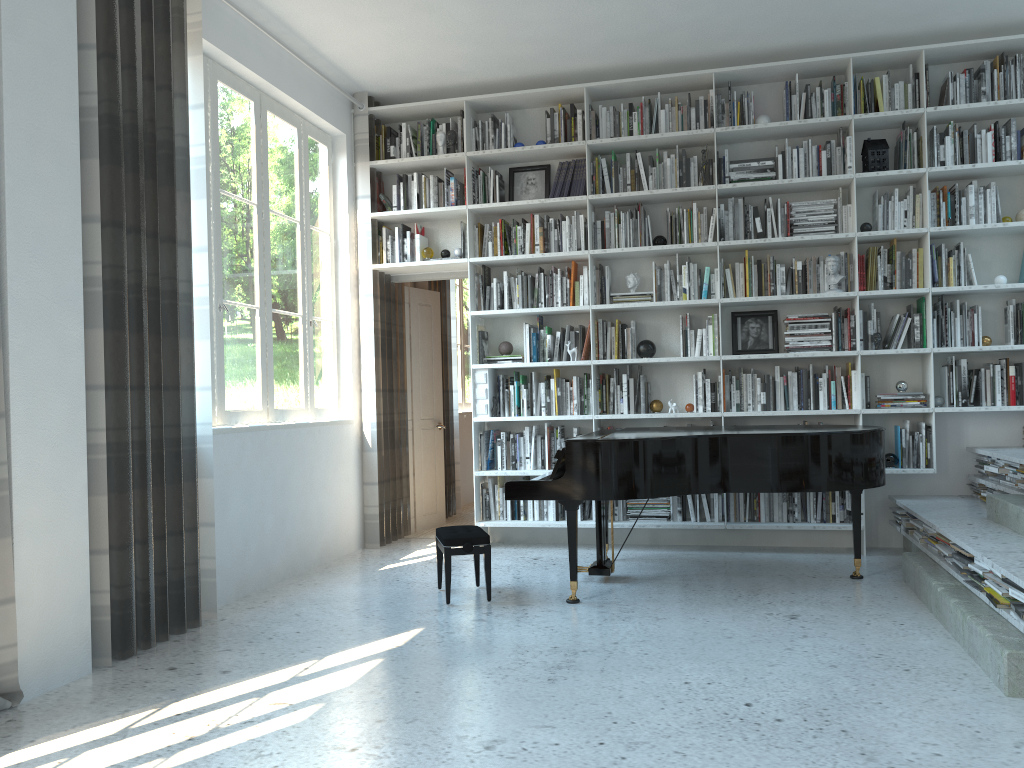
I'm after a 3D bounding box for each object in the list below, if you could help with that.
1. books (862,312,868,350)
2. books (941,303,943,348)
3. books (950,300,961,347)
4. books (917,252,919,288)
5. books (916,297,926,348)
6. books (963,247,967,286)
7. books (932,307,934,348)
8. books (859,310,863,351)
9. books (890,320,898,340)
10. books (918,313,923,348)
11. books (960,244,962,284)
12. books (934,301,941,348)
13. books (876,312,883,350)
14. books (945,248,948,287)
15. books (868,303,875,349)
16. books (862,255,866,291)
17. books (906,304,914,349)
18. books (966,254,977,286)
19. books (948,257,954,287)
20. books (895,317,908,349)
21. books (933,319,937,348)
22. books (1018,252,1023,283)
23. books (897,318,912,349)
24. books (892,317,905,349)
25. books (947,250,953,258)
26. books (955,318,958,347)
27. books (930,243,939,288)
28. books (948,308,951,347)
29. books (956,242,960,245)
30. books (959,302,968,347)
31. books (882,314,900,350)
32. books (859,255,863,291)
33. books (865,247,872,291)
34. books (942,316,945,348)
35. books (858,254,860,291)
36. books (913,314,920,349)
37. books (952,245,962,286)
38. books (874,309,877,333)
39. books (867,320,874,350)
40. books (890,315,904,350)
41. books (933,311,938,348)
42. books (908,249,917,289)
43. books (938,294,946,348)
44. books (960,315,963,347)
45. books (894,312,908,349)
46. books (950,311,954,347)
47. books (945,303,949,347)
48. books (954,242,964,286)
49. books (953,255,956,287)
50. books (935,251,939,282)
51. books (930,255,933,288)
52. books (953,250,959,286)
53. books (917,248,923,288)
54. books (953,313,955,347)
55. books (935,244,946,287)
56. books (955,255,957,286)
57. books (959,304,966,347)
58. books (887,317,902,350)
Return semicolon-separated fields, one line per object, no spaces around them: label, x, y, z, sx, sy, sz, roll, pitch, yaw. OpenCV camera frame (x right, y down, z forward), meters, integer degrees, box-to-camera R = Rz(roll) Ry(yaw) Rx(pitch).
books;2.264;-0.333;5.709;0.028;0.253;0.142;-2;-1;14
books;2.695;-0.361;5.594;0.006;0.281;0.155;-2;0;14
books;2.781;-0.371;5.563;0.014;0.297;0.175;-2;-1;14
books;2.566;-0.707;5.642;0.019;0.247;0.149;-2;-1;14
books;2.592;-0.379;5.615;0.014;0.325;0.182;-2;-1;14
books;2.833;-0.719;5.571;0.007;0.254;0.161;-2;-1;14
books;2.644;-0.352;5.603;0.010;0.266;0.158;-2;-1;14
books;2.240;-0.338;5.719;0.024;0.263;0.154;-2;-1;14
books;2.418;-0.320;5.668;0.088;0.220;0.138;-2;-1;14
books;2.577;-0.330;5.622;0.021;0.226;0.148;-2;-1;14
books;2.800;-0.728;5.571;0.006;0.273;0.167;-2;-1;14
books;2.684;-0.367;5.599;0.018;0.295;0.177;-2;-1;14
books;2.347;-0.333;5.694;0.035;0.248;0.141;-2;-1;14
books;2.726;-0.716;5.594;0.013;0.256;0.144;-2;-1;14
books;2.309;-0.361;5.693;0.013;0.307;0.141;-2;0;14
books;2.261;-0.698;5.725;0.013;0.247;0.176;-2;-1;14
books;2.534;-0.358;5.642;0.013;0.286;0.138;-2;0;14
books;2.856;-0.697;5.538;0.051;0.210;0.176;-2;-1;14
books;2.734;-0.685;5.560;0.017;0.192;0.191;-2;-1;14
books;2.474;-0.318;5.664;0.090;0.215;0.139;-2;-1;14
books;2.659;-0.313;5.610;0.015;0.188;0.168;-2;-1;14
books;3.177;-0.721;5.483;0.056;0.241;0.153;-2;-1;14
books;2.484;-0.313;5.650;0.091;0.205;0.169;-2;-1;14
books;2.453;-0.316;5.661;0.090;0.212;0.143;-2;-1;14
books;2.752;-0.710;5.582;0.008;0.242;0.169;-2;-1;14
books;2.770;-0.316;5.568;0.013;0.186;0.183;-2;-1;14
books;2.652;-0.730;5.598;0.035;0.288;0.191;-2;-1;14
books;2.734;-0.346;5.580;0.013;0.248;0.165;-2;-1;14
books;2.831;-0.741;5.607;0.011;0.300;0.088;-2;0;14
books;2.837;-0.367;5.571;0.006;0.285;0.159;-2;-1;14
books;2.405;-0.323;5.652;0.095;0.228;0.190;-2;-1;14
books;2.244;-0.696;5.718;0.014;0.244;0.145;-2;-1;14
books;2.283;-0.721;5.692;0.035;0.293;0.145;-2;0;14
books;2.707;-0.322;5.599;0.013;0.204;0.154;-2;-1;14
books;2.228;-0.701;5.723;0.015;0.255;0.150;-2;-1;14
books;2.550;-0.327;5.617;0.029;0.223;0.171;-2;-1;14
books;2.793;-0.726;5.567;0.006;0.270;0.178;-2;-1;14
books;2.324;-0.341;5.699;0.012;0.266;0.157;-2;-1;14
books;2.287;-0.304;5.683;0.027;0.192;0.182;-2;-1;14
books;2.443;-0.322;5.668;0.095;0.226;0.144;-2;-1;14
books;2.673;-0.339;5.615;0.011;0.239;0.136;-2;-1;14
books;2.544;-0.716;5.633;0.032;0.266;0.143;-2;0;14
books;2.717;-0.391;5.606;0.007;0.342;0.149;-2;0;14
books;2.806;-0.325;5.575;0.013;0.203;0.167;-2;-1;14
books;2.467;-0.331;5.656;0.094;0.238;0.149;-2;-1;14
books;2.744;-0.335;5.566;0.011;0.226;0.188;-2;-1;14
books;2.724;-0.363;5.579;0.005;0.283;0.159;-2;-1;14
books;2.809;-0.735;5.569;0.013;0.287;0.159;-2;0;14
books;2.763;-0.694;5.580;0.014;0.209;0.156;-2;-1;14
books;2.678;-0.709;5.612;0.007;0.244;0.145;-2;-1;14
books;2.635;-0.696;5.613;0.015;0.220;0.155;-2;-1;14
books;2.785;-0.712;5.579;0.017;0.243;0.132;-2;0;14
books;2.584;-0.718;5.635;0.033;0.268;0.141;-2;0;14
books;2.758;-0.331;5.576;0.013;0.218;0.160;-2;-1;14
books;2.692;-0.727;5.572;0.013;0.279;0.191;-2;-1;14
books;2.771;-0.696;5.570;0.007;0.211;0.158;-2;-1;14
books;2.814;-0.357;5.561;0.012;0.267;0.183;-2;-1;14
books;2.423;-0.314;5.652;0.089;0.210;0.175;-2;-1;14
